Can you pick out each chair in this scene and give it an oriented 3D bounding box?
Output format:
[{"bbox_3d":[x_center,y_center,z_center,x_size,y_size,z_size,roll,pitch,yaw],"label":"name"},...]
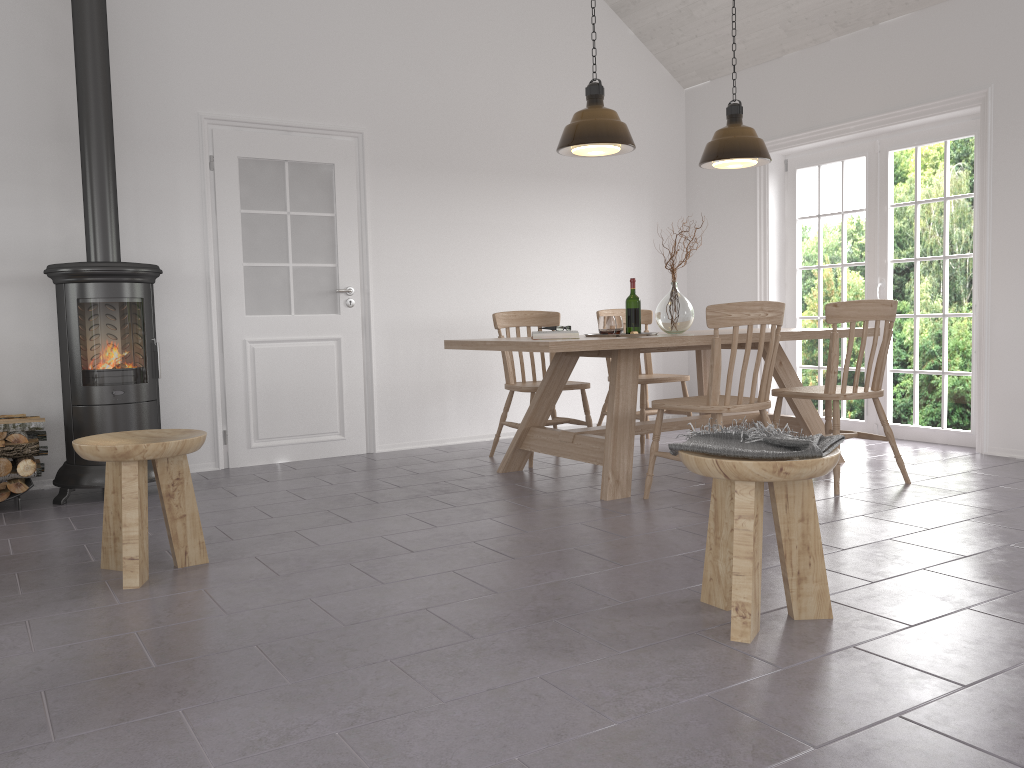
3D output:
[{"bbox_3d":[1.605,0.037,4.424,0.506,0.902,0.519,-4,5,-27],"label":"chair"},{"bbox_3d":[0.683,0.417,2.463,0.431,0.479,0.431,-3,4,-15],"label":"chair"},{"bbox_3d":[0.932,0.085,4.009,0.506,0.902,0.519,-4,5,-32],"label":"chair"},{"bbox_3d":[0.856,-0.044,5.789,0.506,0.902,0.519,-4,5,-32],"label":"chair"},{"bbox_3d":[-1.280,0.421,3.093,0.431,0.479,0.431,-4,5,-35],"label":"chair"},{"bbox_3d":[0.183,0.003,5.374,0.506,0.902,0.519,-4,5,-27],"label":"chair"}]

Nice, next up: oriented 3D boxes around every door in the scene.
[{"bbox_3d":[-1.358,-0.514,5.473,0.902,2.013,0.101,-4,5,-32],"label":"door"},{"bbox_3d":[2.427,-0.632,5.908,0.115,2.024,1.571,-4,5,-32],"label":"door"}]

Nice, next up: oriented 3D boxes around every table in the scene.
[{"bbox_3d":[0.886,0.094,4.951,2.300,0.749,1.001,-4,5,-32],"label":"table"}]

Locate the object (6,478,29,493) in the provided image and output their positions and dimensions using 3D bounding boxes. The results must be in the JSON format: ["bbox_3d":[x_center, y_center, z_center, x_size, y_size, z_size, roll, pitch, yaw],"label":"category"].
[{"bbox_3d":[-2.464,0.484,4.401,0.096,0.060,0.467,-4,5,-32],"label":"object"}]

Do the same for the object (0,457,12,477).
[{"bbox_3d":[-2.536,0.381,4.364,0.102,0.102,0.561,-4,5,-32],"label":"object"}]

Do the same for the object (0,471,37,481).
[{"bbox_3d":[-2.525,0.442,4.213,0.468,0.069,0.095,-4,5,-32],"label":"object"}]

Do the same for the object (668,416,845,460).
[{"bbox_3d":[0.680,0.162,2.512,0.462,0.120,0.348,1,5,28],"label":"object"}]

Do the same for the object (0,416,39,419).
[{"bbox_3d":[-2.628,0.195,4.354,0.541,0.070,0.101,-4,5,-31],"label":"object"}]

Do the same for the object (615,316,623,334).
[{"bbox_3d":[0.553,-0.315,4.792,0.095,0.106,0.095,-2,4,-3],"label":"object"}]

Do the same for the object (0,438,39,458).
[{"bbox_3d":[-2.493,0.310,4.163,0.480,0.104,0.126,-4,5,-30],"label":"object"}]

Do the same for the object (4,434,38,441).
[{"bbox_3d":[-2.580,0.303,4.257,0.538,0.082,0.099,-4,5,-32],"label":"object"}]

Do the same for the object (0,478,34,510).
[{"bbox_3d":[-2.613,0.543,4.350,0.456,0.118,0.478,-4,5,-32],"label":"object"}]

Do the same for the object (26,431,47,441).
[{"bbox_3d":[-2.609,0.272,4.366,0.562,0.057,0.097,-4,5,-32],"label":"object"}]

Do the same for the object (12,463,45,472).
[{"bbox_3d":[-2.624,0.433,4.373,0.562,0.063,0.095,-4,5,-31],"label":"object"}]

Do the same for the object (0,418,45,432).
[{"bbox_3d":[-2.519,0.202,4.174,0.571,0.079,0.115,-4,5,-31],"label":"object"}]

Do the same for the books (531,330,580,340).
[{"bbox_3d":[0.214,-0.249,4.486,0.231,0.040,0.342,-1,4,0],"label":"books"}]

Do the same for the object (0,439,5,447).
[{"bbox_3d":[-2.514,0.258,4.319,0.059,0.048,0.529,-4,5,-32],"label":"object"}]

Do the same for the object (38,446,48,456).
[{"bbox_3d":[-2.541,0.339,4.249,0.562,0.063,0.095,-4,5,-31],"label":"object"}]

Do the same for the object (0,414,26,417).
[{"bbox_3d":[-2.680,0.192,4.422,0.467,0.063,0.095,-4,5,-32],"label":"object"}]

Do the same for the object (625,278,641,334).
[{"bbox_3d":[0.643,-0.409,4.706,0.081,0.303,0.081,1,5,25],"label":"object"}]

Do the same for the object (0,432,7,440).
[{"bbox_3d":[-2.510,0.236,4.344,0.044,0.034,0.425,-4,5,-32],"label":"object"}]

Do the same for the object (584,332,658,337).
[{"bbox_3d":[0.577,-0.260,4.689,0.394,0.014,0.394,-1,4,12],"label":"object"}]

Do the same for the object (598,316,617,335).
[{"bbox_3d":[0.498,-0.301,4.629,0.095,0.106,0.095,-2,4,-3],"label":"object"}]

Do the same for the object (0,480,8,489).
[{"bbox_3d":[-2.517,0.470,4.366,0.046,0.033,0.425,-4,5,-32],"label":"object"}]

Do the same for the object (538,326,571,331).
[{"bbox_3d":[0.217,-0.279,4.484,0.135,0.030,0.141,2,6,43],"label":"object"}]

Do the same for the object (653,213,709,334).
[{"bbox_3d":[0.929,-0.610,4.871,0.291,0.666,0.313,0,4,21],"label":"object"}]

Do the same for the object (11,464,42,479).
[{"bbox_3d":[-2.577,0.442,4.280,0.539,0.070,0.101,-4,5,-31],"label":"object"}]

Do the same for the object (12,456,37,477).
[{"bbox_3d":[-2.441,0.366,4.427,0.118,0.142,0.520,-4,5,-28],"label":"object"}]

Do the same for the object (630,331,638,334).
[{"bbox_3d":[0.634,-0.261,4.599,0.024,0.024,0.046,2,5,38],"label":"object"}]

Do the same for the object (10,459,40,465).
[{"bbox_3d":[-2.686,0.431,4.461,0.569,0.078,0.115,-4,5,-31],"label":"object"}]

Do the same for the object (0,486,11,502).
[{"bbox_3d":[-2.530,0.514,4.397,0.096,0.067,0.467,-4,5,-31],"label":"object"}]

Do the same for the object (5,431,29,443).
[{"bbox_3d":[-2.456,0.233,4.388,0.098,0.088,0.466,-4,5,-30],"label":"object"}]

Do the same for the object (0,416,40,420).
[{"bbox_3d":[-2.581,0.196,4.261,0.562,0.074,0.095,-4,5,-31],"label":"object"}]

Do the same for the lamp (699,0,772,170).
[{"bbox_3d":[1.264,-2.151,5.053,0.410,1.796,0.410,-1,4,3],"label":"lamp"}]

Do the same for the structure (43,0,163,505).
[{"bbox_3d":[-2.159,-1.868,4.462,0.626,4.887,0.643,1,5,34],"label":"structure"}]

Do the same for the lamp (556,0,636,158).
[{"bbox_3d":[0.404,-2.443,4.503,0.410,2.502,0.410,-4,5,-27],"label":"lamp"}]
